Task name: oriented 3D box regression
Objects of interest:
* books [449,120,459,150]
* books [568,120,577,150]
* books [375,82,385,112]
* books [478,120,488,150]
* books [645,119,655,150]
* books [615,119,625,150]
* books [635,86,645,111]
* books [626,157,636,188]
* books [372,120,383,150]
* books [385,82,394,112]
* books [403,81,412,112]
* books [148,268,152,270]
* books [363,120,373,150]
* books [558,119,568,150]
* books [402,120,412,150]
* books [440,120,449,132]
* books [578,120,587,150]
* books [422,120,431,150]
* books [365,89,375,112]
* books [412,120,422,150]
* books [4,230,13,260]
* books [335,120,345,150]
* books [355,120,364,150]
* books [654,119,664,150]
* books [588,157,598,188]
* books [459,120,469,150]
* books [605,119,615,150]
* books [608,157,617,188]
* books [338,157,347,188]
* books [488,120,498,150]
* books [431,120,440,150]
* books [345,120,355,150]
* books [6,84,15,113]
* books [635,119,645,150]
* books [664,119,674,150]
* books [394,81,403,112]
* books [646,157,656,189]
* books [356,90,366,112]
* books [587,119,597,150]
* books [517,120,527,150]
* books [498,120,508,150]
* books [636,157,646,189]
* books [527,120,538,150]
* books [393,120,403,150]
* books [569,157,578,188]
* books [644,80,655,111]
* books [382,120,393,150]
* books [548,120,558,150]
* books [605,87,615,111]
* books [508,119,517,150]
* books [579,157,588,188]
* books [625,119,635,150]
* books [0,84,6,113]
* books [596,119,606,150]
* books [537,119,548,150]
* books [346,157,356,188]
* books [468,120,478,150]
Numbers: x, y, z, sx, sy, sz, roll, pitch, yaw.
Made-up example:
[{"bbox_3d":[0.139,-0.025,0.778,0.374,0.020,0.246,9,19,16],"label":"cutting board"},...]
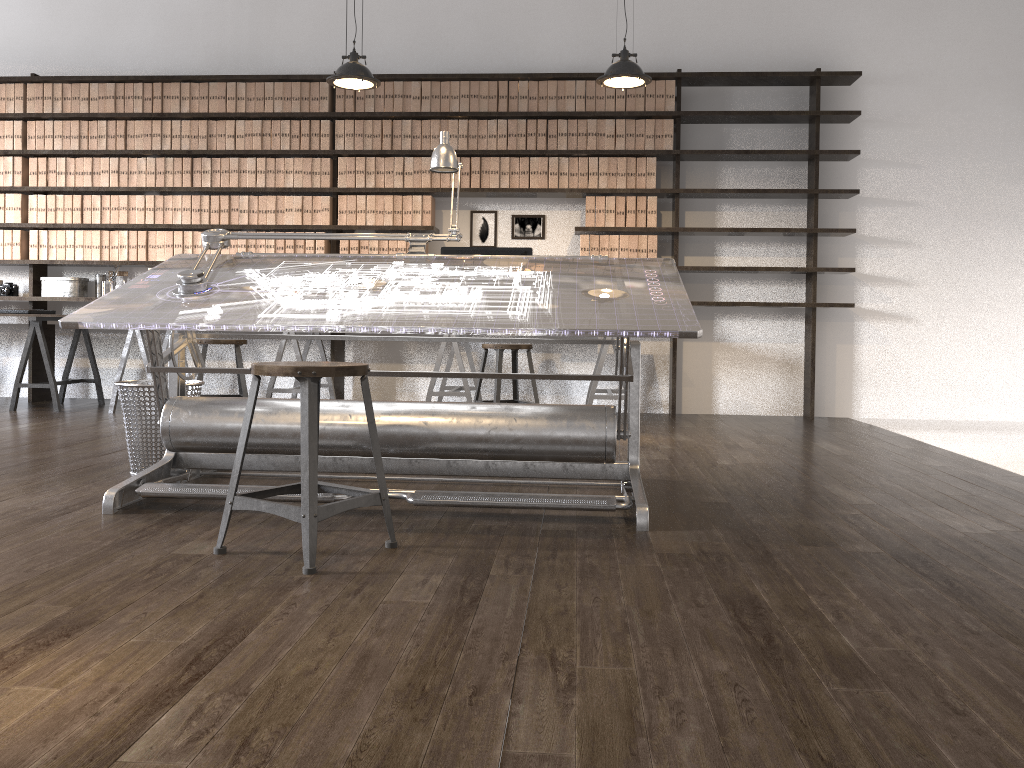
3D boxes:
[{"bbox_3d":[-0.417,-1.798,6.471,0.067,0.225,0.175,1,2,4],"label":"books"},{"bbox_3d":[0.438,-1.782,6.412,0.067,0.225,0.174,1,2,4],"label":"books"},{"bbox_3d":[-0.954,-2.086,6.510,0.067,0.225,0.174,1,2,4],"label":"books"},{"bbox_3d":[-0.205,-1.794,6.460,0.067,0.225,0.174,1,2,4],"label":"books"},{"bbox_3d":[0.987,-1.771,6.366,0.067,0.225,0.175,1,2,4],"label":"books"},{"bbox_3d":[0.777,-1.775,6.382,0.067,0.225,0.175,1,2,4],"label":"books"},{"bbox_3d":[0.914,-2.050,6.372,0.067,0.225,0.175,1,2,4],"label":"books"},{"bbox_3d":[0.855,-1.505,6.384,0.067,0.225,0.175,1,2,4],"label":"books"},{"bbox_3d":[-0.974,-1.809,6.515,0.067,0.225,0.175,1,2,4],"label":"books"},{"bbox_3d":[-0.883,-2.085,6.505,0.067,0.225,0.175,1,2,4],"label":"books"},{"bbox_3d":[-0.750,-2.082,6.494,0.067,0.225,0.175,1,2,4],"label":"books"},{"bbox_3d":[-2.658,-0.753,6.645,0.067,0.225,0.175,1,2,4],"label":"books"},{"bbox_3d":[-1.040,-1.811,6.518,0.067,0.225,0.175,1,2,4],"label":"books"},{"bbox_3d":[0.367,-1.783,6.413,0.067,0.225,0.174,1,2,4],"label":"books"},{"bbox_3d":[-0.755,-1.805,6.495,0.067,0.225,0.174,1,2,4],"label":"books"},{"bbox_3d":[-0.479,-1.800,6.477,0.067,0.225,0.175,1,2,4],"label":"books"},{"bbox_3d":[0.509,-1.780,6.406,0.067,0.225,0.175,1,2,4],"label":"books"},{"bbox_3d":[-0.613,-1.802,6.488,0.067,0.225,0.175,1,2,4],"label":"books"},{"bbox_3d":[-1.025,-2.087,6.511,0.067,0.225,0.174,1,2,4],"label":"books"},{"bbox_3d":[-0.684,-1.804,6.494,0.067,0.225,0.174,1,2,4],"label":"books"},{"bbox_3d":[-3.776,-1.049,6.730,0.067,0.225,0.175,1,2,4],"label":"books"},{"bbox_3d":[-1.247,-1.814,6.532,0.067,0.225,0.174,1,2,4],"label":"books"},{"bbox_3d":[-1.103,-1.811,6.518,0.067,0.225,0.175,1,2,4],"label":"books"},{"bbox_3d":[1.053,-1.770,6.365,0.067,0.225,0.175,1,2,4],"label":"books"},{"bbox_3d":[0.586,-1.510,6.399,0.067,0.225,0.175,1,2,4],"label":"books"},{"bbox_3d":[-0.345,-1.797,6.464,0.067,0.225,0.175,1,2,4],"label":"books"},{"bbox_3d":[0.705,-1.776,6.389,0.067,0.225,0.175,1,2,4],"label":"books"},{"bbox_3d":[0.721,-1.508,6.393,0.067,0.225,0.175,1,2,4],"label":"books"},{"bbox_3d":[-1.229,-1.546,6.535,0.067,0.225,0.175,1,2,4],"label":"books"},{"bbox_3d":[-0.135,-1.793,6.451,0.067,0.225,0.174,1,2,4],"label":"books"},{"bbox_3d":[-0.546,-1.801,6.478,0.067,0.225,0.175,1,2,4],"label":"books"},{"bbox_3d":[-1.175,-1.813,6.523,0.067,0.225,0.175,1,2,4],"label":"books"},{"bbox_3d":[-3.747,-2.140,6.711,0.067,0.225,0.174,1,2,4],"label":"books"},{"bbox_3d":[0.918,-1.773,6.378,0.067,0.225,0.174,1,2,4],"label":"books"},{"bbox_3d":[1.116,-1.768,6.359,0.067,0.225,0.175,1,2,4],"label":"books"},{"bbox_3d":[-0.817,-2.083,6.494,0.067,0.225,0.175,1,2,4],"label":"books"},{"bbox_3d":[0.996,-1.502,6.370,0.067,0.225,0.174,1,2,4],"label":"books"},{"bbox_3d":[-1.096,-2.089,6.521,0.067,0.225,0.175,1,2,4],"label":"books"},{"bbox_3d":[0.576,-1.779,6.396,0.067,0.225,0.175,1,2,4],"label":"books"},{"bbox_3d":[0.072,-1.789,6.436,0.067,0.225,0.175,1,2,4],"label":"books"},{"bbox_3d":[-0.063,-1.791,6.442,0.067,0.225,0.175,1,2,4],"label":"books"},{"bbox_3d":[0.926,-1.504,6.379,0.067,0.225,0.174,1,2,4],"label":"books"},{"bbox_3d":[0.148,-1.787,6.433,0.067,0.225,0.175,1,2,4],"label":"books"},{"bbox_3d":[-0.825,-1.806,6.504,0.067,0.225,0.175,1,2,4],"label":"books"},{"bbox_3d":[0.446,-1.513,6.415,0.067,0.225,0.174,1,2,4],"label":"books"},{"bbox_3d":[0.988,-2.048,6.367,0.067,0.225,0.175,1,2,4],"label":"books"},{"bbox_3d":[-0.901,-1.808,6.504,0.067,0.225,0.175,1,2,4],"label":"books"},{"bbox_3d":[0.297,-1.785,6.422,0.067,0.225,0.175,1,2,4],"label":"books"},{"bbox_3d":[0.706,-2.053,6.386,0.067,0.225,0.174,1,2,4],"label":"books"},{"bbox_3d":[0.009,-1.790,6.437,0.067,0.225,0.175,1,2,4],"label":"books"},{"bbox_3d":[0.516,-1.512,6.408,0.067,0.225,0.175,1,2,4],"label":"books"},{"bbox_3d":[0.848,-1.774,6.381,0.067,0.225,0.175,1,2,4],"label":"books"},{"bbox_3d":[-3.816,-2.142,6.720,0.067,0.225,0.174,1,2,4],"label":"books"},{"bbox_3d":[0.643,-1.778,6.395,0.067,0.225,0.175,1,2,4],"label":"books"},{"bbox_3d":[0.222,-1.786,6.422,0.067,0.225,0.175,1,2,4],"label":"books"},{"bbox_3d":[-1.166,-1.544,6.526,0.067,0.225,0.175,1,2,4],"label":"books"},{"bbox_3d":[-0.274,-1.796,6.463,0.067,0.225,0.175,1,2,4],"label":"books"}]
